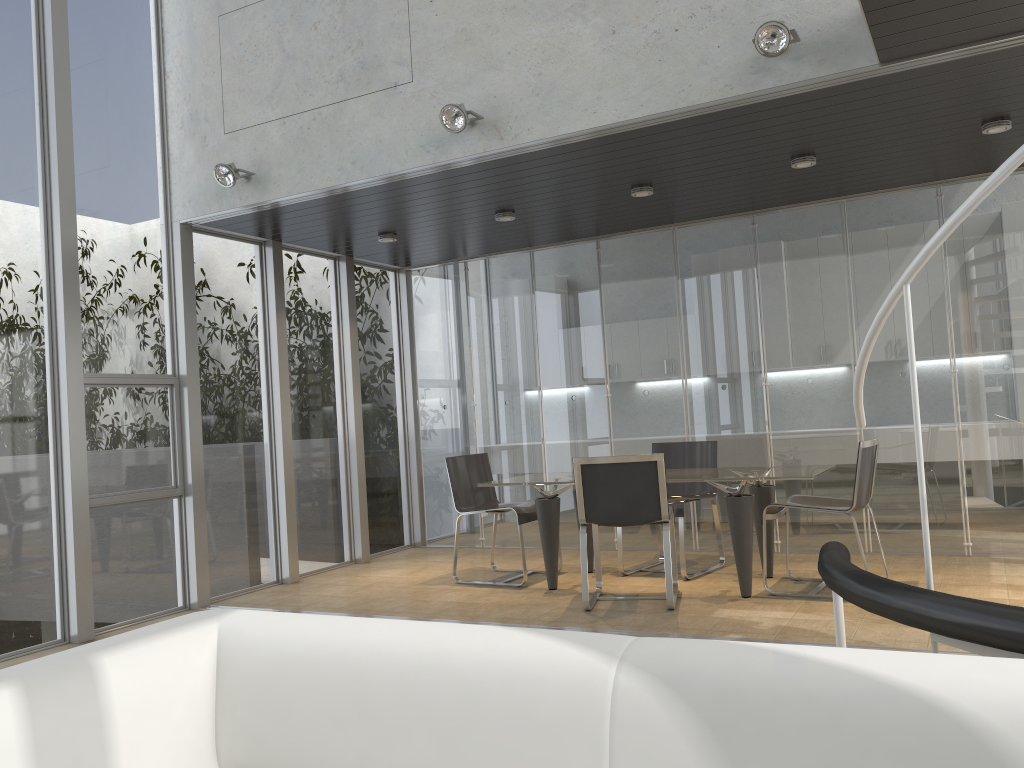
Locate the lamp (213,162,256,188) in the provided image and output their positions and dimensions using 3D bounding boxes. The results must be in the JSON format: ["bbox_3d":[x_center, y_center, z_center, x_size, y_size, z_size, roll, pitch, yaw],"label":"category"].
[{"bbox_3d":[-1.822,-1.349,5.767,0.197,0.154,0.228,-5,-2,28],"label":"lamp"}]

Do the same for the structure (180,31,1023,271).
[{"bbox_3d":[-1.835,-1.896,3.171,9.817,6.605,10.665,-5,-2,27],"label":"structure"}]

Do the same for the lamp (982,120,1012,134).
[{"bbox_3d":[2.782,-1.476,5.091,0.149,0.038,0.149,-6,-3,43],"label":"lamp"}]

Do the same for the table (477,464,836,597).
[{"bbox_3d":[0.983,0.982,6.034,2.250,0.733,0.900,-5,-2,28],"label":"table"}]

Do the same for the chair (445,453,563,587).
[{"bbox_3d":[-0.067,0.980,6.582,0.660,0.922,0.546,-5,-3,33],"label":"chair"}]

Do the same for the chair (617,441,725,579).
[{"bbox_3d":[1.149,0.900,6.466,0.546,0.922,0.660,-5,-3,38],"label":"chair"}]

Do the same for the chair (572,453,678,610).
[{"bbox_3d":[0.721,0.890,5.518,0.546,0.922,0.660,-4,-2,13],"label":"chair"}]

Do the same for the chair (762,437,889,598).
[{"bbox_3d":[1.942,0.815,5.512,0.660,0.922,0.546,-5,-3,33],"label":"chair"}]

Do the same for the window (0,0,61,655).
[{"bbox_3d":[-3.051,-1.289,5.090,0.010,5.650,0.741,-5,-2,28],"label":"window"}]

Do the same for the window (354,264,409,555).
[{"bbox_3d":[-1.246,0.226,8.262,0.010,2.645,0.741,-5,-2,28],"label":"window"}]

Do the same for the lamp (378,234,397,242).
[{"bbox_3d":[-0.994,-1.166,7.091,0.149,0.038,0.149,-6,-3,43],"label":"lamp"}]

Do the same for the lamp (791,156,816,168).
[{"bbox_3d":[1.838,-1.398,5.591,0.149,0.038,0.149,-6,-3,43],"label":"lamp"}]

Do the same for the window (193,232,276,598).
[{"bbox_3d":[-2.102,0.217,6.647,0.010,2.645,0.741,-5,-2,28],"label":"window"}]

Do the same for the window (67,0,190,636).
[{"bbox_3d":[-2.609,-1.285,5.891,0.050,5.700,0.800,-5,-2,28],"label":"window"}]

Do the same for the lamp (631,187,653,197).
[{"bbox_3d":[0.894,-1.321,6.091,0.149,0.038,0.149,-6,-3,43],"label":"lamp"}]

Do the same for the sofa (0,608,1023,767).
[{"bbox_3d":[0.089,0.838,1.476,2.601,0.638,0.971,-5,-2,28],"label":"sofa"}]

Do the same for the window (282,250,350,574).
[{"bbox_3d":[-1.674,0.221,7.454,0.010,2.645,0.741,-5,-2,28],"label":"window"}]

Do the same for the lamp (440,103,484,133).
[{"bbox_3d":[-0.290,-1.474,4.970,0.197,0.154,0.254,-5,-2,28],"label":"lamp"}]

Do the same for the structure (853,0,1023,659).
[{"bbox_3d":[0.886,0.862,4.757,6.700,6.900,4.916,-5,-2,28],"label":"structure"}]

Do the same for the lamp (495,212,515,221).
[{"bbox_3d":[-0.050,-1.243,6.591,0.149,0.038,0.149,-6,-3,43],"label":"lamp"}]

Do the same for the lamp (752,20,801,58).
[{"bbox_3d":[1.236,-1.600,4.162,0.197,0.154,0.254,-5,-2,28],"label":"lamp"}]
